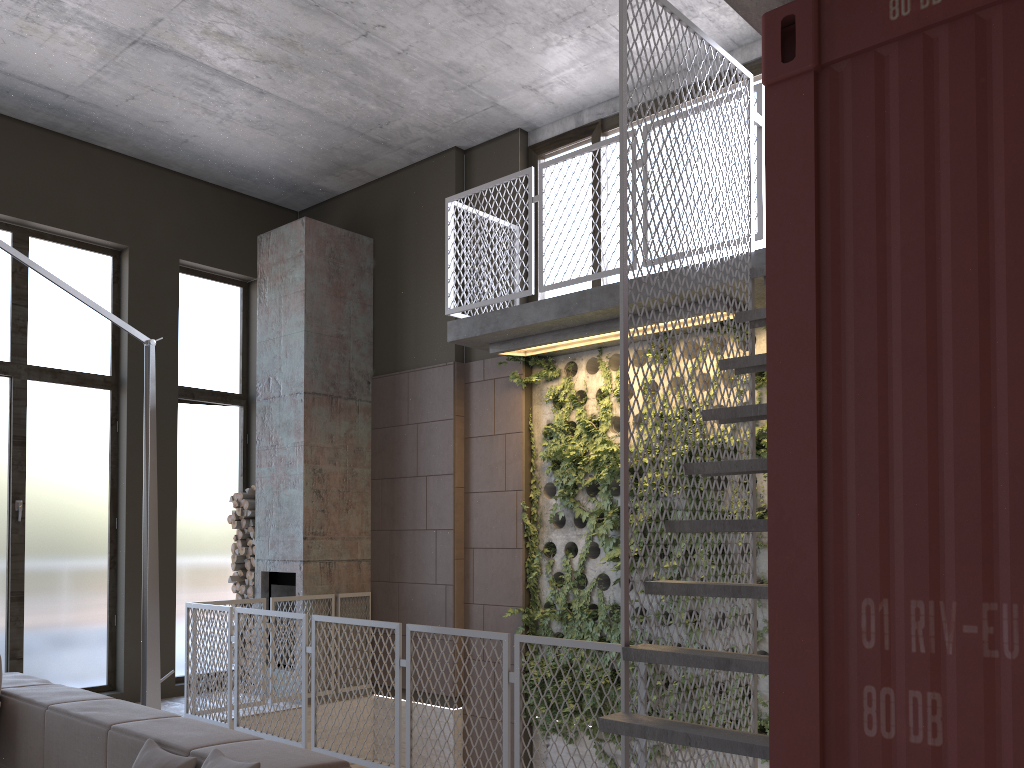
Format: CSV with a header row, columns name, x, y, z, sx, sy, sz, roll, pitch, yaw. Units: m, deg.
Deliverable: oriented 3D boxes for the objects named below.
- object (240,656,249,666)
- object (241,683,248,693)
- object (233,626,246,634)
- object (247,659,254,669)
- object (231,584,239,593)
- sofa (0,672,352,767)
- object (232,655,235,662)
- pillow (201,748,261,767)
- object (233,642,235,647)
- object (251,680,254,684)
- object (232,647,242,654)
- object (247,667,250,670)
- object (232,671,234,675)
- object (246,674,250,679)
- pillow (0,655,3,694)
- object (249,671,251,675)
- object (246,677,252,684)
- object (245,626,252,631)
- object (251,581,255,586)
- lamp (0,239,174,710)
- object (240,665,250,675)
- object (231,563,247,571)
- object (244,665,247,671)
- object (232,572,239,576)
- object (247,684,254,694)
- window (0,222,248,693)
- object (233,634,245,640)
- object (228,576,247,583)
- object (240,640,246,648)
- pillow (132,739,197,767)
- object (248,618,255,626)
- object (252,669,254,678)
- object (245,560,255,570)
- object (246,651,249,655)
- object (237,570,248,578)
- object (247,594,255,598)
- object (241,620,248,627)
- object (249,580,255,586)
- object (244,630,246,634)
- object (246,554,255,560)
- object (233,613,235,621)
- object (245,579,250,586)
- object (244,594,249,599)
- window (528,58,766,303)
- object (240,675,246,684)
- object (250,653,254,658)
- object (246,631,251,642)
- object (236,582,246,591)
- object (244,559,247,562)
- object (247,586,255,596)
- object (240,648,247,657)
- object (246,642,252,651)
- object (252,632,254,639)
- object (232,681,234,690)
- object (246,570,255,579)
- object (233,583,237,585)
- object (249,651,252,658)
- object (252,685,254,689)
name,x,y,z,sx,sy,sz,roll,pitch,yaw
object,-2.537,2.787,8.890,0.091,0.088,0.459,-5,-10,39
object,-2.536,3.063,8.903,0.094,0.083,0.483,-5,-11,40
object,-2.625,2.493,8.940,0.094,0.083,0.483,-5,-11,40
object,-2.485,2.768,8.725,0.101,0.102,0.295,-5,-10,40
object,-2.682,2.110,9.077,0.092,0.091,0.440,-5,-11,42
sofa,-2.647,1.625,2.829,3.016,0.777,3.035,-8,-13,41
object,-2.682,2.821,9.059,0.092,0.091,0.440,-5,-11,42
pillow,-0.939,1.364,2.789,0.188,0.363,0.364,3,-6,-43
object,-2.696,2.677,9.037,0.122,0.067,0.366,-7,-12,40
object,-2.424,2.951,8.814,0.072,0.072,0.426,-5,-11,40
object,-2.688,2.699,8.933,0.072,0.072,0.426,-5,-11,42
object,-2.486,2.835,8.847,0.122,0.067,0.366,-7,-12,42
object,-2.730,2.940,8.937,0.045,0.072,0.253,-3,-9,40
object,-2.539,2.987,8.954,0.102,0.086,0.365,-5,-11,40
pillow,-2.647,1.561,4.252,0.567,0.552,0.222,-6,-6,43
object,-2.452,2.899,8.830,0.067,0.084,0.428,-4,-10,39
object,-2.470,2.986,8.879,0.115,0.078,0.438,-6,-11,40
object,-2.524,2.459,8.861,0.089,0.056,0.335,-7,-12,42
object,-2.479,1.982,8.739,0.063,0.047,0.252,-6,-11,40
lamp,-2.613,0.608,4.472,0.757,3.393,2.650,-1,-5,29
object,-2.647,2.897,8.917,0.099,0.106,0.296,-5,-10,42
object,-2.660,1.873,9.023,0.091,0.088,0.458,-5,-11,43
object,-2.560,2.861,8.917,0.065,0.073,0.362,-4,-10,39
object,-2.696,1.966,9.055,0.122,0.067,0.366,-7,-12,40
object,-2.460,3.055,8.862,0.091,0.088,0.459,-5,-11,40
window,-5.823,0.378,5.826,0.210,4.127,9.281,-1,-7,40
object,-2.660,2.584,9.005,0.091,0.088,0.458,-5,-11,43
object,-2.688,1.988,8.951,0.072,0.072,0.426,-5,-11,42
object,-2.598,2.655,9.001,0.115,0.078,0.438,-6,-12,42
pillow,-1.248,1.443,3.034,0.372,0.355,0.187,-5,-6,41
object,-2.413,2.375,8.812,0.094,0.083,0.483,-6,-11,42
object,-2.421,2.878,8.760,0.064,0.124,0.366,-3,-9,43
object,-2.540,1.819,8.850,0.099,0.106,0.296,-5,-10,40
object,-2.506,2.718,8.888,0.067,0.066,0.426,-5,-11,42
object,-2.598,1.944,9.019,0.115,0.078,0.438,-6,-12,42
object,-2.486,2.125,8.865,0.122,0.067,0.366,-7,-12,42
object,-2.559,2.416,8.916,0.115,0.078,0.438,-6,-11,40
object,-2.445,1.996,8.853,0.068,0.066,0.426,-5,-11,42
object,-2.552,2.509,8.919,0.065,0.073,0.362,-5,-10,43
object,-2.524,1.749,8.879,0.089,0.056,0.335,-7,-12,42
object,-2.679,2.391,9.079,0.080,0.106,0.440,-4,-10,41
object,-2.506,2.008,8.906,0.067,0.066,0.426,-5,-11,42
object,-2.560,2.150,8.935,0.065,0.073,0.362,-4,-10,39
window,1.516,-1.426,6.582,3.588,1.732,0.110,-7,-6,41
object,-2.615,3.008,8.986,0.093,0.092,0.441,-5,-10,40
object,-2.479,2.692,8.721,0.063,0.047,0.252,-6,-11,40
object,-2.540,2.530,8.832,0.099,0.106,0.296,-5,-10,40
object,-2.614,2.072,9.024,0.091,0.088,0.458,-5,-11,42
object,-2.552,1.798,8.937,0.065,0.073,0.362,-5,-10,43
object,-2.485,2.057,8.743,0.101,0.102,0.295,-5,-10,40
object,-2.564,2.717,8.937,0.094,0.083,0.483,-6,-11,42
object,-2.474,2.635,8.870,0.093,0.092,0.440,-5,-11,42
object,-2.421,2.479,8.770,0.064,0.124,0.366,-3,-9,43
object,-2.724,3.065,9.024,0.064,0.124,0.367,-3,-9,40
object,-2.474,1.925,8.888,0.093,0.092,0.440,-5,-11,42
object,-2.677,2.039,9.053,0.067,0.084,0.428,-4,-10,43
object,-2.445,2.707,8.835,0.068,0.066,0.426,-5,-11,42
object,-2.398,3.037,8.801,0.092,0.091,0.441,-5,-10,40
